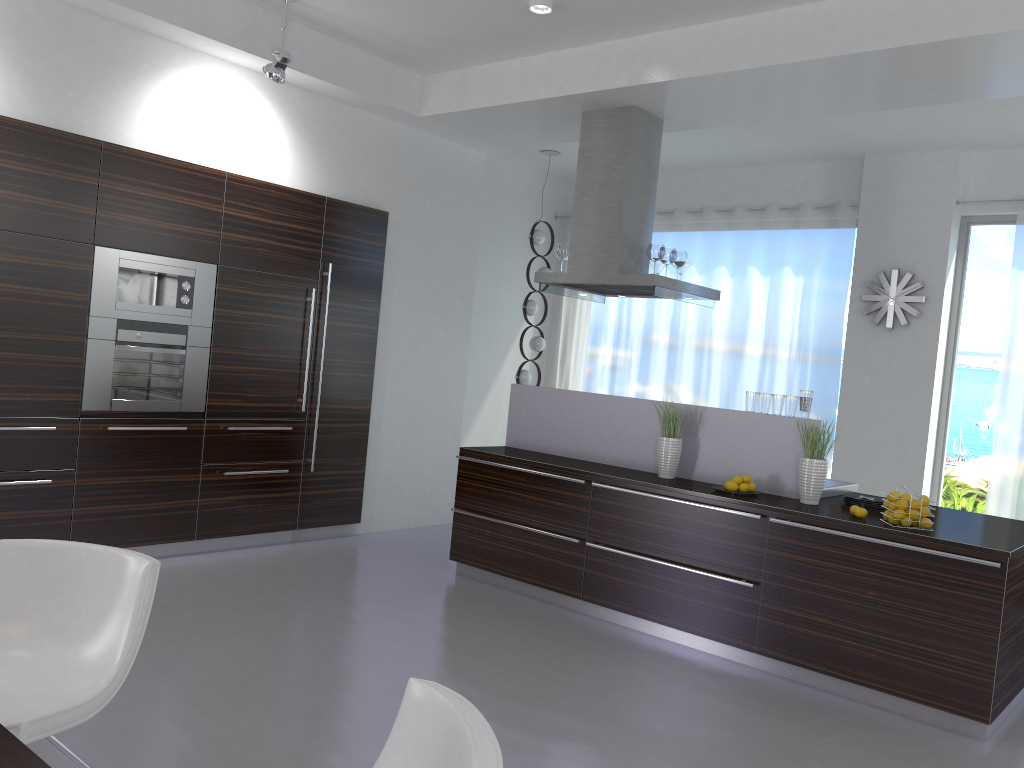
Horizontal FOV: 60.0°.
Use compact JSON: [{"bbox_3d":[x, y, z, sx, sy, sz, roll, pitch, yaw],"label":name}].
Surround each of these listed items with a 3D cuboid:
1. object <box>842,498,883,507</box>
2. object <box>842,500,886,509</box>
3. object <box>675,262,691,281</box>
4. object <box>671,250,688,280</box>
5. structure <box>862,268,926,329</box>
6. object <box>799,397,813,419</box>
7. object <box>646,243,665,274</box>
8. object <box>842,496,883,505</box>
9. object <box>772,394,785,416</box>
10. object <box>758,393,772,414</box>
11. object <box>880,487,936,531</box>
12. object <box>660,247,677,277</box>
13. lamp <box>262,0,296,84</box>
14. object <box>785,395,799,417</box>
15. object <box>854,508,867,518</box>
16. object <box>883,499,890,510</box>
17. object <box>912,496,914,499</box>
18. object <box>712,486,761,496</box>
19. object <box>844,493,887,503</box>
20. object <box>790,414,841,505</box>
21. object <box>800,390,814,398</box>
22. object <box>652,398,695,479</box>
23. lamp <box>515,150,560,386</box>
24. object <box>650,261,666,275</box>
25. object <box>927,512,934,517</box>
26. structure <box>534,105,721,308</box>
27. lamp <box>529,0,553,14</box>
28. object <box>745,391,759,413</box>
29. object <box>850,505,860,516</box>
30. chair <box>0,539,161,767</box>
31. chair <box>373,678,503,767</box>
[{"bbox_3d":[1.964,0.657,4.909,0.232,0.020,0.232,4,2,-41],"label":"object"},{"bbox_3d":[1.963,0.667,4.910,0.232,0.020,0.232,4,2,-41],"label":"object"},{"bbox_3d":[1.206,-0.780,6.348,0.137,0.174,0.137,6,2,5],"label":"object"},{"bbox_3d":[1.142,-0.803,6.114,0.125,0.221,0.125,5,2,-25],"label":"object"},{"bbox_3d":[3.164,-0.709,7.367,0.505,0.505,0.076,7,2,40],"label":"structure"},{"bbox_3d":[1.642,0.134,4.968,0.071,0.119,0.072,5,2,-10],"label":"object"},{"bbox_3d":[0.948,-0.815,5.880,0.125,0.221,0.125,5,2,-25],"label":"object"},{"bbox_3d":[1.965,0.647,4.909,0.232,0.020,0.232,7,2,43],"label":"object"},{"bbox_3d":[1.519,0.120,5.071,0.071,0.119,0.072,5,2,-10],"label":"object"},{"bbox_3d":[1.457,0.112,5.123,0.071,0.119,0.072,5,2,-10],"label":"object"},{"bbox_3d":[1.924,0.601,4.311,0.189,0.174,0.207,6,2,5],"label":"object"},{"bbox_3d":[1.048,-0.809,6.001,0.125,0.221,0.125,5,2,-25],"label":"object"},{"bbox_3d":[-1.332,-2.050,5.126,0.171,0.511,0.605,5,2,-18],"label":"lamp"},{"bbox_3d":[1.580,0.127,5.020,0.071,0.119,0.072,5,2,-10],"label":"object"},{"bbox_3d":[1.738,0.642,4.421,0.063,0.051,0.053,7,2,44],"label":"object"},{"bbox_3d":[1.864,0.597,4.381,0.053,0.051,0.063,6,2,9],"label":"object"},{"bbox_3d":[2.226,0.665,5.015,0.153,0.069,0.153,5,2,-17],"label":"object"},{"bbox_3d":[1.247,0.596,4.932,0.232,0.020,0.232,4,2,-41],"label":"object"},{"bbox_3d":[1.893,0.561,5.077,0.269,0.147,0.646,5,2,-25],"label":"object"},{"bbox_3d":[1.621,0.395,4.744,0.269,0.502,0.247,5,2,-7],"label":"object"},{"bbox_3d":[1.645,0.096,4.967,0.071,0.119,0.072,5,2,-10],"label":"object"},{"bbox_3d":[0.928,0.312,5.296,0.269,0.502,0.247,7,2,40],"label":"object"},{"bbox_3d":[0.261,-1.069,8.646,0.180,2.370,0.367,7,2,34],"label":"lamp"},{"bbox_3d":[1.062,-0.798,6.470,0.137,0.174,0.137,6,2,5],"label":"object"},{"bbox_3d":[2.174,0.668,4.747,0.153,0.069,0.153,6,2,13],"label":"object"},{"bbox_3d":[0.875,-1.211,6.293,0.981,1.231,0.915,7,2,40],"label":"structure"},{"bbox_3d":[0.165,-2.144,5.036,0.132,0.035,0.132,6,2,13],"label":"lamp"},{"bbox_3d":[1.396,0.105,5.175,0.072,0.119,0.071,5,2,0],"label":"object"},{"bbox_3d":[1.737,0.640,4.485,0.053,0.051,0.063,6,2,9],"label":"object"},{"bbox_3d":[-1.353,0.885,2.419,0.508,0.805,0.620,6,2,10],"label":"chair"},{"bbox_3d":[-0.369,1.005,1.576,0.620,0.805,0.508,5,2,-15],"label":"chair"}]
